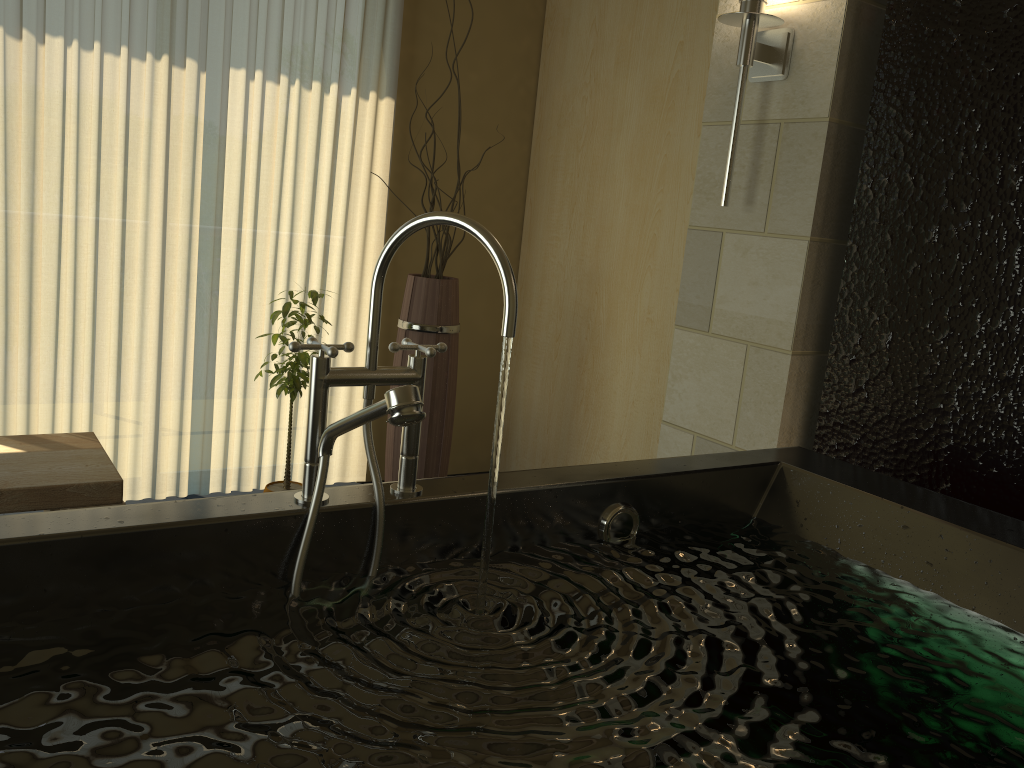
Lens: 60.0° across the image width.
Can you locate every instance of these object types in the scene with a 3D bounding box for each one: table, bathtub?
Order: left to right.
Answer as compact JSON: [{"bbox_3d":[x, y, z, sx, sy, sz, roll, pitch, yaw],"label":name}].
[{"bbox_3d":[-1.674,0.412,2.341,1.124,0.399,0.514,-1,13,-34],"label":"table"},{"bbox_3d":[0.061,0.398,1.079,2.132,1.159,1.070,-1,13,-34],"label":"bathtub"}]

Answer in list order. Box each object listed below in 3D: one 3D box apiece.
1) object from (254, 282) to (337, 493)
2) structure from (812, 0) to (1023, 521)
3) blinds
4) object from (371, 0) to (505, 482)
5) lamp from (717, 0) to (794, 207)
[{"bbox_3d":[-0.731,0.124,2.948,0.242,0.927,0.267,7,10,4],"label":"object"},{"bbox_3d":[1.019,0.002,2.125,0.094,2.062,0.642,-1,12,-34],"label":"structure"},{"bbox_3d":[-1.188,-0.826,3.173,1.944,2.573,0.064,-1,12,-35],"label":"blinds"},{"bbox_3d":[-0.315,-0.499,3.139,0.468,2.174,0.463,9,10,16],"label":"object"},{"bbox_3d":[0.640,-0.905,2.406,0.188,0.835,0.176,-1,12,-34],"label":"lamp"}]
